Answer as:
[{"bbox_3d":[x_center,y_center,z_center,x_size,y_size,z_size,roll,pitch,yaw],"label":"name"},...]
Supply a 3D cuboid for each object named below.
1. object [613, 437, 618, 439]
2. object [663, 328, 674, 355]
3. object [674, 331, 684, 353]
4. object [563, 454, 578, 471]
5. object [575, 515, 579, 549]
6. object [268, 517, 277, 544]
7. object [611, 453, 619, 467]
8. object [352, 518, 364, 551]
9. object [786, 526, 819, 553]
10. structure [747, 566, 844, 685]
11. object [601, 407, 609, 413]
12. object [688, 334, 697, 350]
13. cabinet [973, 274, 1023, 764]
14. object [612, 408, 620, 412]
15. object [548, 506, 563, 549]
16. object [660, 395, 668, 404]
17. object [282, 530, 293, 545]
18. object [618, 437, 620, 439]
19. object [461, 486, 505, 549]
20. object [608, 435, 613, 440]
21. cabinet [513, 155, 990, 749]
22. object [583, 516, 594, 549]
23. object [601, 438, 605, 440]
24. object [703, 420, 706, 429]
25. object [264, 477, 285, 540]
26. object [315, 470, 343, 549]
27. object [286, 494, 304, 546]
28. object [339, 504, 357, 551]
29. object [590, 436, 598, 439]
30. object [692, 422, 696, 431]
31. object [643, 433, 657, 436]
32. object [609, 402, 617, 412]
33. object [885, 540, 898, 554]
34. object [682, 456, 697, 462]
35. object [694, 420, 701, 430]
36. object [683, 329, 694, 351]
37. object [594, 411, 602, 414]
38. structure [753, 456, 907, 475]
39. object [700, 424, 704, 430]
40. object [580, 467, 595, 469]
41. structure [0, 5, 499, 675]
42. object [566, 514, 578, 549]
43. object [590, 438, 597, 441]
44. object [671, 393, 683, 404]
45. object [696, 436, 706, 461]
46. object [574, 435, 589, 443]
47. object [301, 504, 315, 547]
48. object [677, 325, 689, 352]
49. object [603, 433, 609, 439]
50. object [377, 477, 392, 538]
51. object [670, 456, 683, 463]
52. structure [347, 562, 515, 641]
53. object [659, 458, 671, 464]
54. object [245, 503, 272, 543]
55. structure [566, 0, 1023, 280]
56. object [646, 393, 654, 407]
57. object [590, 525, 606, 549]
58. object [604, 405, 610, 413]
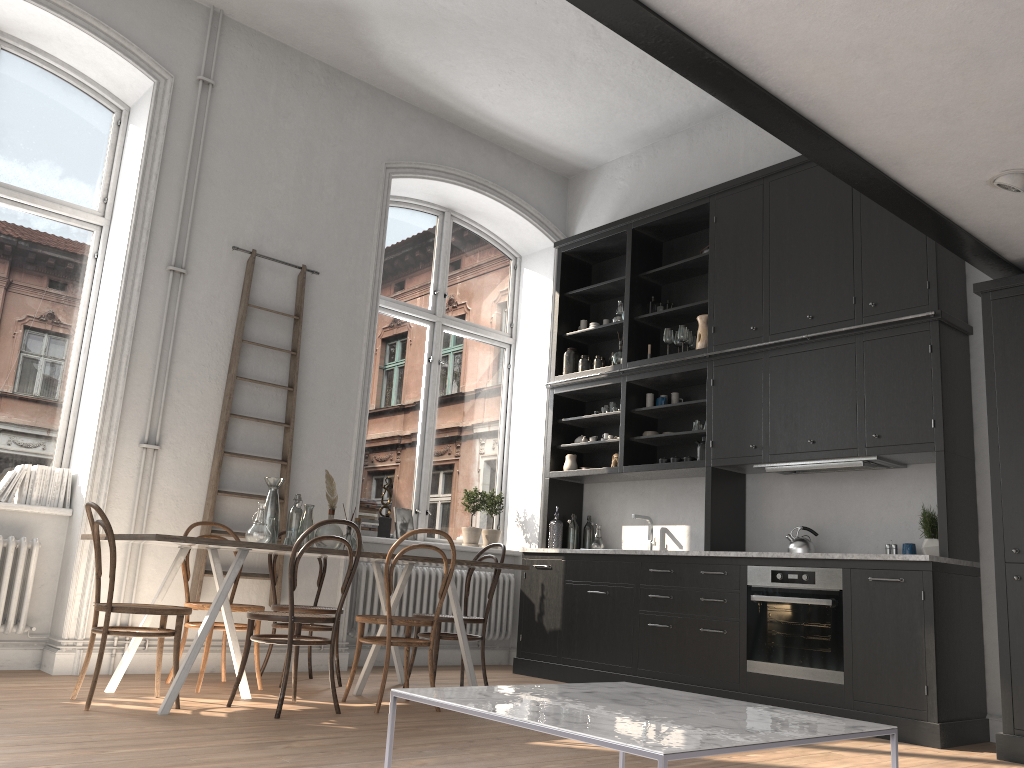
[{"bbox_3d":[0.830,0.440,6.997,0.049,0.040,0.056,-1,-14,22],"label":"object"},{"bbox_3d":[1.167,-0.302,6.609,0.083,0.220,0.083,6,-13,-9],"label":"object"},{"bbox_3d":[1.255,-0.284,6.662,0.083,0.220,0.083,-7,-16,41],"label":"object"},{"bbox_3d":[0.481,0.653,7.223,0.115,0.144,0.127,-3,-14,28],"label":"object"},{"bbox_3d":[0.503,1.220,7.230,0.086,0.300,0.086,10,-14,-25],"label":"object"},{"bbox_3d":[-1.314,0.807,4.830,0.083,0.157,0.084,-9,-17,44],"label":"object"},{"bbox_3d":[0.804,0.596,6.830,0.069,0.123,0.173,5,-13,-8],"label":"object"},{"bbox_3d":[-0.920,0.900,5.253,0.101,0.211,0.101,4,-12,-1],"label":"object"},{"bbox_3d":[1.830,0.991,5.609,0.171,0.185,0.171,11,-14,-29],"label":"object"},{"bbox_3d":[1.833,1.430,5.310,0.619,0.622,0.622,14,-16,-39],"label":"structure"},{"bbox_3d":[0.745,0.226,7.097,0.064,0.069,0.064,2,-13,7],"label":"object"},{"bbox_3d":[1.370,-0.264,6.719,0.083,0.220,0.083,6,-13,-9],"label":"object"},{"bbox_3d":[3.055,0.593,4.116,0.634,2.367,1.402,14,-16,-39],"label":"cabinet"},{"bbox_3d":[0.823,0.216,6.984,0.071,0.047,0.072,4,-13,-2],"label":"object"},{"bbox_3d":[0.353,1.152,7.089,0.109,0.348,0.109,-4,-14,30],"label":"object"},{"bbox_3d":[1.159,0.155,6.822,0.082,0.135,0.059,6,-13,-12],"label":"object"},{"bbox_3d":[-1.208,0.837,4.791,0.058,0.094,0.058,6,-13,-12],"label":"object"},{"bbox_3d":[0.853,0.434,6.984,0.048,0.041,0.058,-3,-14,27],"label":"object"},{"bbox_3d":[-0.261,1.147,7.638,0.234,0.523,0.500,-6,-16,38],"label":"object"},{"bbox_3d":[0.774,0.435,6.998,0.049,0.054,0.039,7,-13,-14],"label":"object"},{"bbox_3d":[1.400,0.330,6.165,0.635,3.577,3.253,14,-16,-39],"label":"cabinet"},{"bbox_3d":[0.621,1.219,7.191,0.086,0.300,0.086,3,-12,5],"label":"object"},{"bbox_3d":[0.749,0.447,7.056,0.085,0.016,0.085,4,-13,0],"label":"object"},{"bbox_3d":[1.399,0.264,6.302,0.083,0.157,0.084,-5,-15,33],"label":"object"},{"bbox_3d":[-1.350,0.719,4.964,0.116,0.382,0.116,10,-14,-28],"label":"object"},{"bbox_3d":[-1.014,0.715,4.992,0.157,0.445,0.157,9,-13,-22],"label":"object"},{"bbox_3d":[-1.206,0.763,4.934,0.086,0.300,0.086,-5,-15,34],"label":"object"},{"bbox_3d":[-0.944,0.837,5.140,0.107,0.283,0.107,-8,-17,43],"label":"object"},{"bbox_3d":[0.658,0.441,7.181,0.055,0.047,0.058,10,-14,-25],"label":"object"},{"bbox_3d":[1.327,0.322,6.435,0.058,0.094,0.059,4,-12,-1],"label":"object"},{"bbox_3d":[-1.492,0.813,5.191,5.832,1.839,0.792,13,-15,-34],"label":"object"},{"bbox_3d":[0.803,0.200,7.055,0.060,0.107,0.061,6,-13,-12],"label":"object"},{"bbox_3d":[2.258,0.987,5.275,0.040,0.116,0.080,12,-15,-34],"label":"object"},{"bbox_3d":[1.265,0.542,6.317,0.104,0.059,0.088,11,-15,-31],"label":"object"},{"bbox_3d":[1.333,0.307,6.364,0.058,0.094,0.059,4,-12,-1],"label":"object"},{"bbox_3d":[1.309,-0.295,6.601,0.083,0.220,0.083,14,-16,-40],"label":"object"},{"bbox_3d":[0.694,0.248,7.161,0.071,0.047,0.072,4,-13,-2],"label":"object"},{"bbox_3d":[1.994,0.505,5.610,0.379,0.123,0.844,14,-17,-39],"label":"structure"},{"bbox_3d":[1.394,0.344,6.510,0.058,0.094,0.058,-2,-14,26],"label":"object"},{"bbox_3d":[0.634,0.700,7.139,0.180,0.037,0.180,-5,-15,34],"label":"object"},{"bbox_3d":[-1.846,-0.338,6.157,5.187,4.466,0.340,14,-16,-39],"label":"structure"},{"bbox_3d":[0.483,1.192,7.110,0.086,0.300,0.086,-5,-15,34],"label":"object"},{"bbox_3d":[0.656,0.460,7.177,0.056,0.033,0.058,-2,-14,24],"label":"object"},{"bbox_3d":[1.246,0.137,6.714,0.082,0.135,0.059,-4,-15,32],"label":"object"},{"bbox_3d":[1.370,0.466,6.251,0.124,0.191,0.129,6,-13,-12],"label":"object"},{"bbox_3d":[0.575,0.471,7.316,0.125,0.100,0.140,-4,-15,30],"label":"object"},{"bbox_3d":[-1.169,0.817,5.055,0.100,0.254,0.099,-2,-14,26],"label":"object"},{"bbox_3d":[1.254,-0.318,6.513,0.083,0.220,0.083,2,-12,6],"label":"object"},{"bbox_3d":[0.749,0.424,7.066,0.039,0.055,0.049,8,-13,-19],"label":"object"},{"bbox_3d":[-1.001,0.974,7.009,0.122,0.487,0.102,7,-13,-16],"label":"object"},{"bbox_3d":[1.183,0.551,6.378,0.104,0.059,0.088,-3,-14,28],"label":"object"},{"bbox_3d":[-0.619,1.732,7.005,1.579,0.551,0.194,14,-16,-39],"label":"structure"},{"bbox_3d":[1.115,0.566,6.467,0.104,0.059,0.088,-6,-16,37],"label":"object"},{"bbox_3d":[-1.325,0.736,4.661,0.132,0.219,0.132,-6,-16,38],"label":"object"},{"bbox_3d":[2.106,-1.911,1.795,5.933,1.211,4.161,14,-17,-39],"label":"structure"},{"bbox_3d":[1.061,0.147,6.809,0.059,0.135,0.082,0,-13,17],"label":"object"},{"bbox_3d":[0.686,1.237,7.076,0.132,0.219,0.120,14,-16,-39],"label":"object"},{"bbox_3d":[0.772,0.229,7.191,0.060,0.107,0.061,0,-13,17],"label":"object"}]
